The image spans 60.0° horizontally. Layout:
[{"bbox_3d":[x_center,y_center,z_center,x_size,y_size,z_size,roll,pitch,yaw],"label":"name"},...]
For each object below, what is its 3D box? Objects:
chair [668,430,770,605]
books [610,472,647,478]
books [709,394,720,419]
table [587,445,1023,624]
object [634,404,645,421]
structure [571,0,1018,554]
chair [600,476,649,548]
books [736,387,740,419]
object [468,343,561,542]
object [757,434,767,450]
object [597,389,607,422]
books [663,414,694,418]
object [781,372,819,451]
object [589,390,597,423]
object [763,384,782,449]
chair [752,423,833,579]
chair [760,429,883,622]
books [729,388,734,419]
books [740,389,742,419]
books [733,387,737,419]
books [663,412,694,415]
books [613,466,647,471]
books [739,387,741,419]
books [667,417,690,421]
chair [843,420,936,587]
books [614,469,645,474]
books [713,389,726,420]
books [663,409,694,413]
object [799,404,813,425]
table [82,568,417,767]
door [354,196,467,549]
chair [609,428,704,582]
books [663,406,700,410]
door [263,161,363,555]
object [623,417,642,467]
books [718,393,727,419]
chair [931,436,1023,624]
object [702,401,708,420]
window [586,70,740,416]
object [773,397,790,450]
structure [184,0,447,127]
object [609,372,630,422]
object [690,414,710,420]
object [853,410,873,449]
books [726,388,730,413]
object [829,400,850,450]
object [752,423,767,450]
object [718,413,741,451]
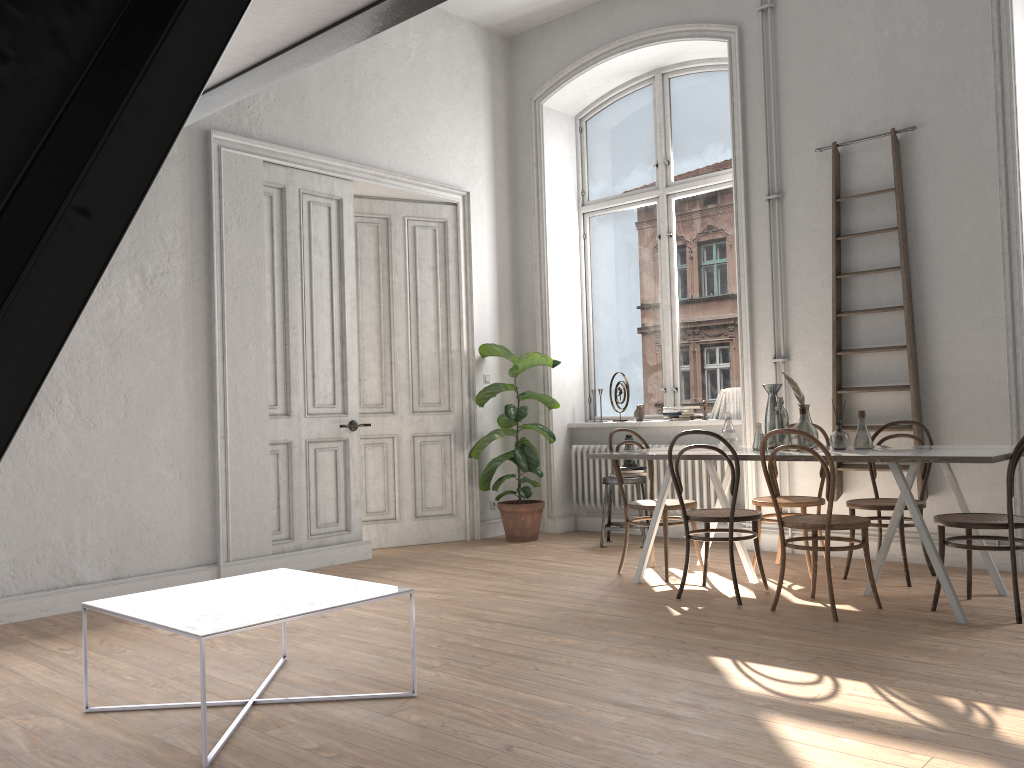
[{"bbox_3d":[1.127,0.704,4.878,0.438,0.920,0.549,-3,-2,37],"label":"chair"},{"bbox_3d":[0.903,0.705,6.892,0.246,0.034,0.194,-1,-2,-8],"label":"books"},{"bbox_3d":[1.635,0.181,7.000,0.105,0.194,0.155,-3,-2,41],"label":"books"},{"bbox_3d":[1.650,0.761,4.991,2.201,0.779,1.100,-4,-3,42],"label":"table"},{"bbox_3d":[1.071,0.243,7.460,0.100,0.142,0.102,-2,-2,16],"label":"object"},{"bbox_3d":[2.379,-1.072,6.003,5.183,4.473,0.340,-3,-2,42],"label":"structure"},{"bbox_3d":[0.877,0.981,6.871,0.364,0.522,0.360,-2,-2,15],"label":"chair"},{"bbox_3d":[1.793,0.149,6.876,0.019,0.243,0.174,-3,-2,42],"label":"books"},{"bbox_3d":[1.781,0.241,5.447,0.792,1.842,5.829,0,-3,-43],"label":"object"},{"bbox_3d":[1.439,0.334,5.110,0.058,0.094,0.058,-1,-2,-20],"label":"object"},{"bbox_3d":[0.773,0.188,7.705,0.095,0.289,0.095,-1,-2,-26],"label":"object"},{"bbox_3d":[1.359,0.263,7.224,0.155,0.022,0.205,-1,-2,-28],"label":"books"},{"bbox_3d":[1.624,0.147,4.953,0.157,0.446,0.157,-1,-2,-30],"label":"object"},{"bbox_3d":[0.724,0.194,7.826,0.095,0.289,0.095,-1,-2,-17],"label":"object"},{"bbox_3d":[1.558,0.192,5.281,0.116,0.383,0.116,-1,-2,-37],"label":"object"},{"bbox_3d":[1.758,0.709,5.574,0.438,0.920,0.549,-3,-2,40],"label":"chair"},{"bbox_3d":[1.538,0.676,4.461,0.549,0.920,0.438,0,-2,-37],"label":"chair"},{"bbox_3d":[1.744,0.151,6.884,0.024,0.243,0.175,-3,-2,42],"label":"books"},{"bbox_3d":[1.813,0.146,6.835,0.019,0.243,0.174,-3,-2,42],"label":"books"},{"bbox_3d":[1.767,0.149,6.876,0.019,0.243,0.174,-3,-2,42],"label":"books"},{"bbox_3d":[1.359,0.241,7.222,0.147,0.023,0.221,0,-2,-32],"label":"books"},{"bbox_3d":[0.914,0.656,6.887,0.221,0.027,0.147,-1,-2,-16],"label":"books"},{"bbox_3d":[1.812,0.148,6.865,0.024,0.243,0.175,-3,-2,42],"label":"books"},{"bbox_3d":[1.357,0.286,7.230,0.147,0.023,0.221,-2,-2,1],"label":"books"},{"bbox_3d":[2.238,0.683,5.251,0.549,0.920,0.438,0,-2,-41],"label":"chair"},{"bbox_3d":[0.913,0.679,6.887,0.232,0.029,0.163,-2,-2,13],"label":"books"},{"bbox_3d":[1.660,0.159,6.972,0.100,0.235,0.174,-3,-2,42],"label":"books"},{"bbox_3d":[1.352,0.220,7.212,0.205,0.020,0.155,-3,-2,32],"label":"books"},{"bbox_3d":[1.691,0.246,5.109,0.098,0.255,0.100,-2,-2,19],"label":"object"},{"bbox_3d":[-0.954,0.970,3.241,0.849,0.392,0.849,-4,-3,42],"label":"table"},{"bbox_3d":[-0.883,-0.101,7.197,1.097,2.813,0.216,-1,-2,-23],"label":"door"},{"bbox_3d":[0.906,0.738,5.625,0.438,0.920,0.549,0,-2,-40],"label":"chair"},{"bbox_3d":[1.379,0.194,7.215,0.174,0.019,0.244,0,-3,-38],"label":"books"},{"bbox_3d":[-1.534,-0.116,6.219,0.216,2.813,1.097,-3,-2,43],"label":"door"},{"bbox_3d":[0.935,0.453,6.908,0.163,0.383,0.154,-2,-2,15],"label":"object"},{"bbox_3d":[1.681,0.175,6.955,0.072,0.203,0.155,-3,-2,42],"label":"books"},{"bbox_3d":[2.341,0.646,4.311,0.438,0.920,0.549,-1,-2,-36],"label":"chair"},{"bbox_3d":[1.524,0.208,7.007,0.048,0.153,0.088,-2,-2,12],"label":"object"},{"bbox_3d":[1.314,-1.161,7.502,1.623,2.842,0.013,-3,-2,42],"label":"window"},{"bbox_3d":[1.558,0.227,5.131,0.086,0.301,0.086,-3,-2,27],"label":"object"},{"bbox_3d":[-1.723,-1.922,1.585,5.928,1.213,4.158,-4,-3,42],"label":"structure"},{"bbox_3d":[0.925,0.111,7.595,0.087,0.425,0.347,-1,-2,-16],"label":"object"},{"bbox_3d":[1.499,0.263,7.104,0.153,0.048,0.088,-1,-2,-8],"label":"object"},{"bbox_3d":[1.931,0.252,4.886,0.101,0.211,0.101,-2,-2,-9],"label":"object"},{"bbox_3d":[1.729,0.153,6.940,0.024,0.243,0.175,-3,-2,42],"label":"books"},{"bbox_3d":[1.805,0.221,4.897,0.107,0.283,0.107,-3,-2,37],"label":"object"},{"bbox_3d":[1.455,0.306,5.222,0.083,0.158,0.083,-3,-2,37],"label":"object"},{"bbox_3d":[1.274,0.281,5.213,0.132,0.219,0.132,-3,-2,31],"label":"object"}]
